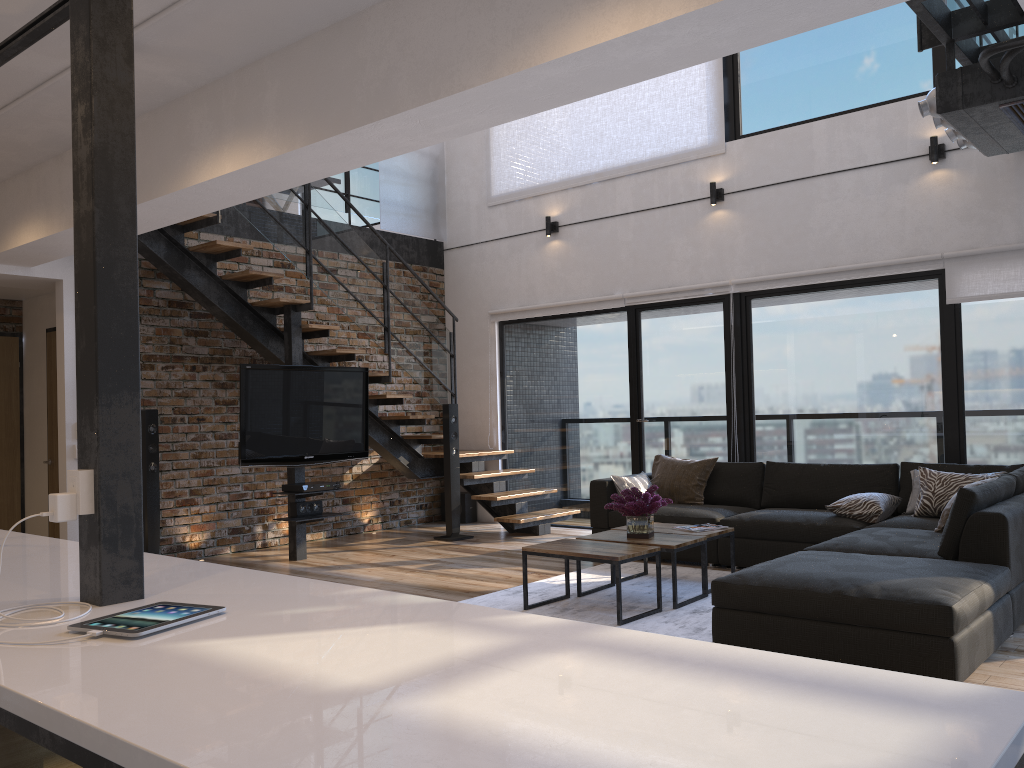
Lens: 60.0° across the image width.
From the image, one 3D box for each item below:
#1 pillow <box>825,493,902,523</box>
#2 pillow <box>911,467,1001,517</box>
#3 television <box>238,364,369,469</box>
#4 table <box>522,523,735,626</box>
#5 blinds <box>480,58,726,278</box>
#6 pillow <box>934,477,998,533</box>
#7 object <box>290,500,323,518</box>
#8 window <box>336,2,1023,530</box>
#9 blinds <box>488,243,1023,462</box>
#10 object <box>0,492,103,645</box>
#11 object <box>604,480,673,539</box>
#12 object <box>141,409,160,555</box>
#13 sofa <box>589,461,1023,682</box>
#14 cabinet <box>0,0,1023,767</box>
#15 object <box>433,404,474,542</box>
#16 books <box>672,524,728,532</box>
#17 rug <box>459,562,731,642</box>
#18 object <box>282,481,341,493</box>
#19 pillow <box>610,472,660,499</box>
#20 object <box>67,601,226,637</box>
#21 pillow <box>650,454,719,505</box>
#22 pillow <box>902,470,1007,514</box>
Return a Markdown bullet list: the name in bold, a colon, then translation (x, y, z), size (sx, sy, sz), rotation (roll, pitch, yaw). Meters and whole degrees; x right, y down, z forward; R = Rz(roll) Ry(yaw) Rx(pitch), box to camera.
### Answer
- **pillow**: translation (2.322, 0.808, 5.833), size (0.356, 0.177, 0.531), rotation (-3, -2, 38)
- **pillow**: translation (2.769, 0.678, 5.492), size (0.532, 0.314, 0.250), rotation (-3, -2, 44)
- **television**: translation (-1.612, 0.251, 6.899), size (0.136, 0.783, 1.207), rotation (-2, -2, 40)
- **table**: translation (0.735, 1.075, 5.203), size (0.697, 0.350, 1.298), rotation (-3, -2, 40)
- **blinds**: translation (-0.702, -2.562, 8.149), size (10.205, 2.975, 1.995), rotation (-2, -1, 18)
- **pillow**: translation (2.621, 0.697, 5.085), size (0.273, 0.309, 0.547), rotation (-3, -2, 39)
- **object**: translation (-1.601, 0.972, 6.915), size (0.089, 0.112, 0.247), rotation (-3, -2, 40)
- **window**: translation (0.567, -1.293, 6.141), size (13.402, 5.565, 5.663), rotation (-3, -2, 40)
- **blinds**: translation (1.836, 0.165, 7.240), size (5.371, 2.043, 0.095), rotation (-3, -2, 40)
- **object**: translation (-0.946, 0.353, 1.758), size (0.214, 0.246, 0.417), rotation (-1, -2, -29)
- **object**: translation (0.754, 0.729, 5.214), size (0.342, 0.343, 0.375), rotation (-3, -2, 41)
- **object**: translation (-2.650, 0.788, 6.481), size (0.271, 1.206, 0.271), rotation (-2, -1, 30)
- **sofa**: translation (1.434, 0.891, 5.395), size (3.045, 0.700, 2.999), rotation (-3, -2, 40)
- **cabinet**: translation (-2.667, 0.023, 2.515), size (9.118, 2.871, 2.473), rotation (-3, -2, 40)
- **object**: translation (-0.536, 0.781, 7.925), size (0.271, 1.206, 0.271), rotation (-3, -2, 45)
- **books**: translation (1.169, 0.892, 5.500), size (0.295, 0.013, 0.229), rotation (0, -2, -29)
- **rug**: translation (0.721, 1.250, 5.167), size (1.637, 0.003, 2.113), rotation (-3, -3, 40)
- **object**: translation (-1.549, 0.797, 6.862), size (0.275, 0.058, 0.360), rotation (-3, -3, 40)
- **pillow**: translation (0.971, 0.820, 6.806), size (0.212, 0.265, 0.498), rotation (-3, -2, 41)
- **object**: translation (-0.713, 0.464, 1.747), size (0.188, 0.013, 0.240), rotation (-2, -2, 25)
- **pillow**: translation (1.301, 0.751, 6.969), size (0.609, 0.382, 0.265), rotation (-3, -2, 40)
- **pillow**: translation (2.820, 0.704, 5.652), size (0.612, 0.294, 0.234), rotation (-3, -2, 41)
